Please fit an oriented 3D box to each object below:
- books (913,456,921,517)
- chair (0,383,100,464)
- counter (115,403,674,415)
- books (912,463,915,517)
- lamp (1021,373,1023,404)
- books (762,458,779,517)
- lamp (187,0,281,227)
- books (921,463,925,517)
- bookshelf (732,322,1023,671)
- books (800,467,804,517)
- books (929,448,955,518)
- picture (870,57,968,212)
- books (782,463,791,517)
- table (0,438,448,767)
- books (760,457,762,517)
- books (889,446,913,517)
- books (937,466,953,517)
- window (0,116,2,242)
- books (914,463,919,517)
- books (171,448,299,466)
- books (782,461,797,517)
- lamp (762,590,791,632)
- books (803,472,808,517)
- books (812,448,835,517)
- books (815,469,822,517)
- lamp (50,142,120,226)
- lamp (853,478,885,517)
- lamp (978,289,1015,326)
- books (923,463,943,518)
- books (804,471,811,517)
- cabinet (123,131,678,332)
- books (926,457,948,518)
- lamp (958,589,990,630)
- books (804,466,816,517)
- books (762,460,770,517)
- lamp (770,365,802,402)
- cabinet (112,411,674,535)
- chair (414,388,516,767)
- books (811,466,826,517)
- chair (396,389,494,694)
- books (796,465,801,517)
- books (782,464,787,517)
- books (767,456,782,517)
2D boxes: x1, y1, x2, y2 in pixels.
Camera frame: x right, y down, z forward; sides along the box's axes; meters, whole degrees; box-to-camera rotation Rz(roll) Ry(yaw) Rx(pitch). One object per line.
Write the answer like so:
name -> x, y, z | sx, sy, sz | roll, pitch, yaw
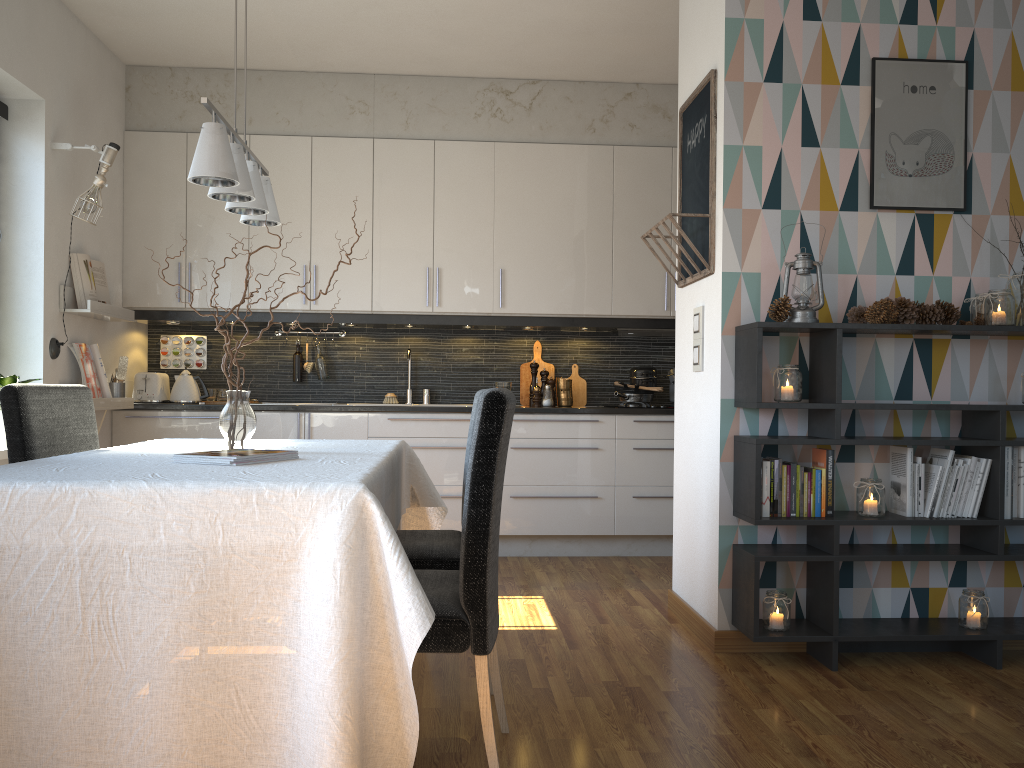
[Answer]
books -> 1.444, 0.366, 3.208 | 0.010, 0.212, 0.118 | 1, 0, -4
chair -> -1.297, 0.482, 2.910 | 0.545, 0.960, 0.461 | 1, 0, 1
counter -> -0.124, 0.230, 5.334 | 4.250, 0.192, 0.622 | 1, 0, -4
books -> 1.422, 0.378, 3.207 | 0.011, 0.189, 0.119 | 1, 0, -4
lamp -> 1.891, 0.008, 3.197 | 0.098, 0.131, 0.106 | 1, 0, -12
books -> 0.913, 0.366, 3.167 | 0.032, 0.200, 0.123 | 1, 0, -4
lamp -> -0.797, -1.170, 2.612 | 0.131, 1.284, 0.760 | 1, 0, -4
books -> 1.454, 0.378, 3.204 | 0.010, 0.189, 0.119 | 1, 0, -4
bookshelf -> 1.416, 0.395, 3.188 | 1.190, 1.200, 0.237 | 1, 0, -4
books -> 1.017, 0.380, 3.167 | 0.012, 0.174, 0.099 | 1, 0, -4
books -> 1.521, 0.354, 3.195 | 0.081, 0.242, 0.130 | 1, 0, -4
picture -> 1.515, -0.927, 3.300 | 0.365, 0.559, 0.014 | 1, 0, -4
books -> 0.967, 0.376, 3.167 | 0.015, 0.181, 0.116 | 1, 0, -4
table -> -0.821, 0.584, 2.603 | 1.235, 0.763, 1.856 | 1, 0, -3
books -> 0.856, 0.360, 3.164 | 0.029, 0.209, 0.127 | 1, 0, -4
books -> 1.407, 0.349, 3.206 | 0.021, 0.246, 0.130 | 1, 0, -4
books -> 1.527, 0.381, 3.195 | 0.058, 0.185, 0.119 | 1, 0, -4
window -> -2.312, -0.526, 3.297 | 0.119, 1.588, 1.561 | 1, 0, -4
books -> 1.434, 0.377, 3.201 | 0.011, 0.190, 0.119 | 1, 0, -4
books -> -0.727, 0.192, 2.355 | 0.204, 0.022, 0.278 | 0, -1, 23
books -> 0.984, 0.373, 3.174 | 0.021, 0.187, 0.121 | 1, 0, -4
lamp -> 0.934, 0.802, 3.134 | 0.098, 0.131, 0.106 | 1, 0, 10
books -> 1.029, 0.389, 3.163 | 0.013, 0.155, 0.100 | 1, 0, -4
books -> 1.115, 0.351, 3.180 | 0.029, 0.236, 0.127 | 1, 0, -4
books -> 1.075, 0.385, 3.163 | 0.022, 0.165, 0.096 | 1, 0, -4
lamp -> -2.021, -0.950, 4.198 | 0.312, 0.395, 0.131 | 1, 0, 1
lamp -> 1.274, 0.403, 3.155 | 0.098, 0.131, 0.106 | 1, 0, 31
lamp -> 1.719, -0.267, 3.137 | 0.106, 0.131, 0.098 | 1, 0, 9
books -> 1.489, 0.382, 3.188 | 0.058, 0.184, 0.119 | 1, 0, -4
books -> 1.042, 0.390, 3.165 | 0.013, 0.155, 0.100 | 1, 0, -4
cabinet -> -0.119, -0.881, 5.404 | 4.235, 1.070, 0.458 | 1, 0, -4
books -> 1.502, 0.369, 3.186 | 0.063, 0.207, 0.118 | 1, 0, -4
lamp -> 1.657, 0.810, 3.183 | 0.098, 0.131, 0.106 | 1, 0, -2
books -> 1.056, 0.383, 3.167 | 0.014, 0.169, 0.109 | 1, 0, -4
books -> 0.885, 0.368, 3.162 | 0.025, 0.195, 0.126 | 1, 0, -4
lamp -> 0.970, -0.002, 3.133 | 0.106, 0.131, 0.098 | 1, 0, 9
cabinet -> -0.107, 0.517, 5.048 | 4.223, 0.690, 0.040 | 1, 0, -4
chair -> -0.266, 0.488, 2.275 | 0.545, 0.960, 0.461 | 1, 0, 1
books -> 1.092, 0.383, 3.164 | 0.012, 0.170, 0.096 | 1, 0, -4
chair -> -0.314, 0.494, 2.977 | 0.545, 0.960, 0.461 | 1, 0, -4
books -> 1.002, 0.377, 3.174 | 0.015, 0.181, 0.116 | 1, 0, -4
books -> 0.952, 0.376, 3.164 | 0.015, 0.181, 0.116 | 1, 0, -4
books -> 0.937, 0.365, 3.169 | 0.014, 0.203, 0.115 | 1, 0, -4
